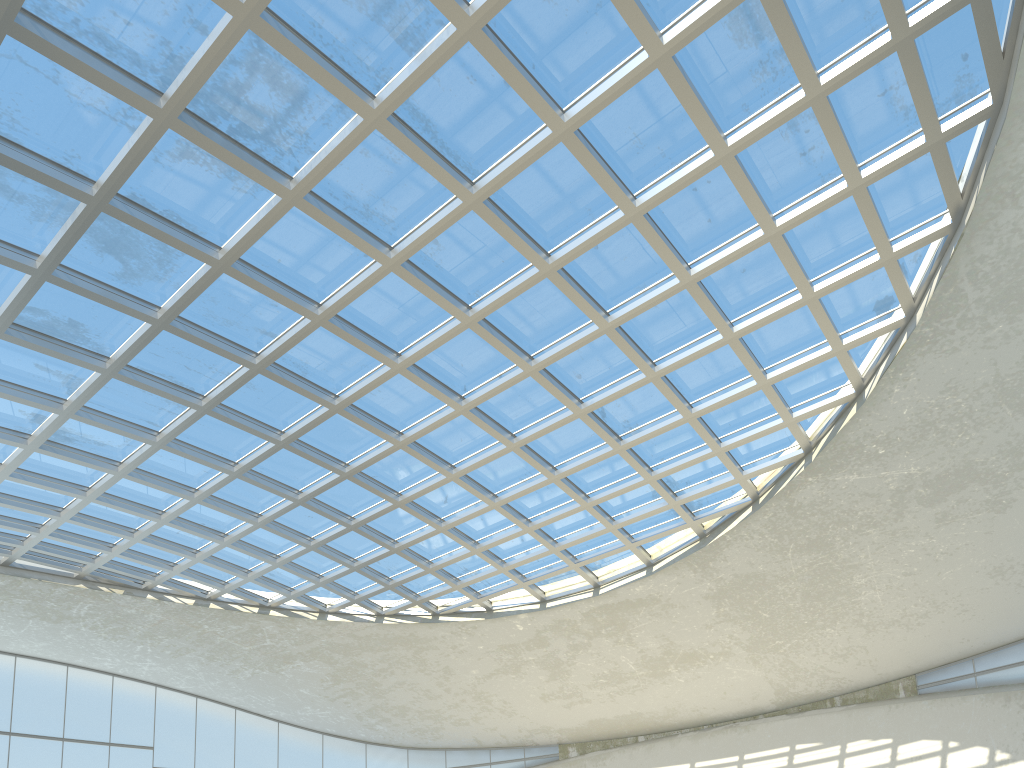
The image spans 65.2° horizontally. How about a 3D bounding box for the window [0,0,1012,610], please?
[{"bbox_3d":[-16.412,1.776,43.427,83.164,9.838,85.065,-26,-40,31],"label":"window"}]
